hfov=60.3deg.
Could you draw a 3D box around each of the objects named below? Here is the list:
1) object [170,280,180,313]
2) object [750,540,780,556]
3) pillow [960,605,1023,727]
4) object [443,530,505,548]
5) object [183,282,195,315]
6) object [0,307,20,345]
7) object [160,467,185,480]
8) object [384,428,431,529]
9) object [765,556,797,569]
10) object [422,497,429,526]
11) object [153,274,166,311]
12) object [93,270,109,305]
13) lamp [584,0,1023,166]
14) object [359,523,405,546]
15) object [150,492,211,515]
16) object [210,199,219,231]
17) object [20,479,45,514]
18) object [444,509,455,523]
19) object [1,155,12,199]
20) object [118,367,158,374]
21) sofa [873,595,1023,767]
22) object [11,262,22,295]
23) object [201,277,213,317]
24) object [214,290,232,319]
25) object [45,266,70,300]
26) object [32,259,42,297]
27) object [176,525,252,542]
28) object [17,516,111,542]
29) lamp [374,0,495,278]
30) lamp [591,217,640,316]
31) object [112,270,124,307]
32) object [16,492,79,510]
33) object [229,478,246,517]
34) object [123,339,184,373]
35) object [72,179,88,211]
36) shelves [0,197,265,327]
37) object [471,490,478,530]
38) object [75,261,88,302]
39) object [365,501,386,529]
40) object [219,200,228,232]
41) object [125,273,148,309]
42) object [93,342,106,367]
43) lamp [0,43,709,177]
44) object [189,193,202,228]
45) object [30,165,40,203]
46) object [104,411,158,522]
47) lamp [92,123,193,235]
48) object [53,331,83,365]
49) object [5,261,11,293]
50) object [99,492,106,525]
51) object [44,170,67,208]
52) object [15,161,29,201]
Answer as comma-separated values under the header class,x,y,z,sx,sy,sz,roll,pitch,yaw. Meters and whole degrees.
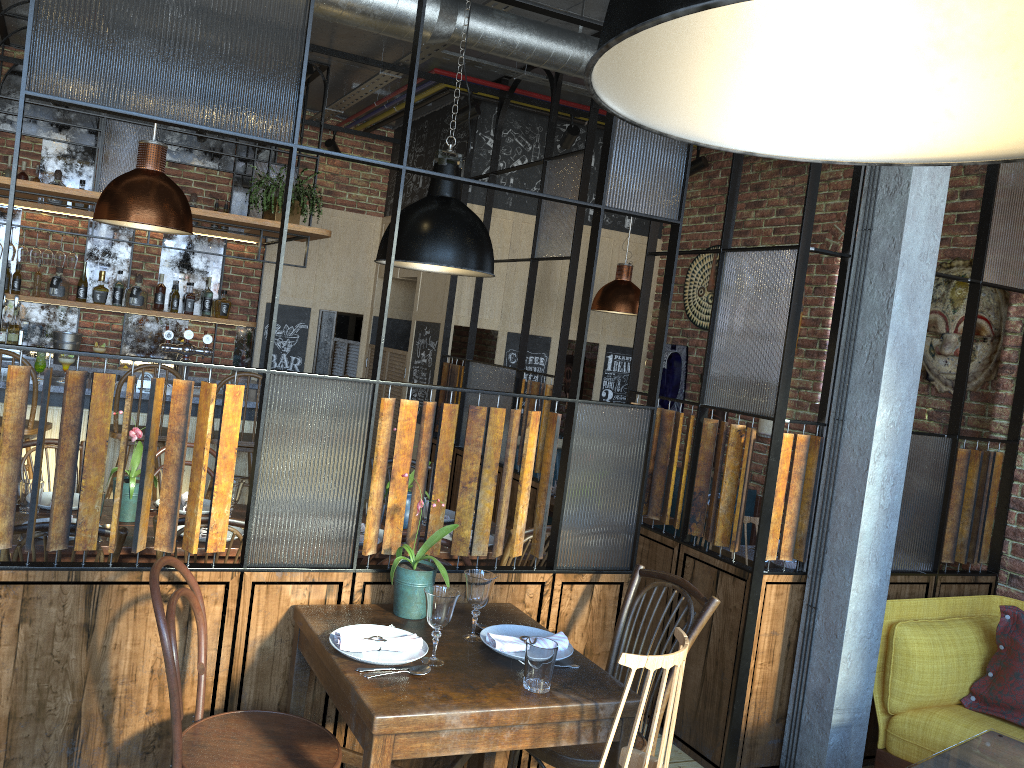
class,x,y,z,sx,sy,sz,roll,pitch,yaw
object,-2.728,-0.707,7.148,0.063,0.263,0.069,5,3,-45
object,1.346,0.805,4.317,0.314,0.051,0.278,6,3,-22
pillow,2.416,1.181,2.978,0.382,0.453,1.567,5,4,-39
object,-0.177,0.646,3.745,0.314,0.051,0.278,6,3,-22
object,-2.627,-0.696,7.190,0.075,0.263,0.081,6,3,-25
object,-3.846,-0.433,6.638,0.250,0.302,0.088,6,3,-24
object,-1.375,0.437,3.541,0.102,0.191,0.095,8,3,22
object,-0.448,0.417,3.840,0.216,0.431,0.138,7,2,-6
object,1.310,0.819,3.975,0.261,0.051,0.336,6,3,-23
object,-0.364,0.576,3.961,0.080,0.119,0.088,5,3,-43
object,-2.838,-0.738,7.110,0.085,0.302,0.087,7,2,-7
object,-3.224,-0.758,6.916,0.113,0.264,0.121,6,3,-25
lamp,0.416,-0.908,0.760,0.523,1.325,0.536,7,2,-8
object,-0.577,0.607,3.559,0.314,0.051,0.278,6,3,-22
object,-1.372,0.500,3.694,0.314,0.051,0.278,6,3,-22
object,-2.436,-1.388,7.244,0.063,0.263,0.069,6,3,-32
object,-1.823,0.427,3.339,0.088,0.119,0.080,9,3,40
object,-0.387,0.600,4.126,0.314,0.051,0.278,6,3,-22
object,-3.795,-1.558,6.633,0.075,0.329,0.076,7,2,-2
object,-2.979,-0.114,7.034,0.309,0.019,0.243,6,3,-16
sofa,2.367,1.378,2.957,0.753,0.762,2.091,5,4,-42
object,-3.757,-0.811,6.692,0.063,0.263,0.069,5,3,-39
object,-2.504,-0.719,7.263,0.075,0.329,0.076,7,2,-2
object,-2.388,-0.658,7.284,0.137,0.235,0.093,5,3,-40
object,-3.497,-0.794,6.795,0.165,0.283,0.125,7,2,-11
object,-3.626,-0.809,6.740,0.057,0.288,0.054,8,2,13
object,-1.130,0.550,3.331,0.314,0.051,0.278,6,3,-22
object,-1.574,0.506,3.121,0.314,0.051,0.278,6,3,-22
lamp,-0.249,-1.152,3.788,0.519,1.325,0.540,7,2,-13
lamp,0.782,-1.122,5.725,0.352,1.334,0.384,6,3,-33
object,-3.118,-0.758,6.990,0.073,0.283,0.078,6,3,-25
object,-1.813,0.456,3.504,0.314,0.051,0.278,6,3,-22
object,-1.111,0.473,3.479,0.098,0.191,0.099,7,2,-5
object,-2.862,-0.238,7.096,0.473,0.288,0.091,6,3,-23
object,-3.339,-1.464,6.830,0.139,0.235,0.092,6,3,-20
shelves,-3.130,-0.964,7.196,2.043,0.745,0.626,6,3,-24
object,-0.173,0.568,3.886,0.098,0.191,0.098,7,2,-1
object,-3.348,-0.798,6.878,0.077,0.318,0.085,5,3,-45
object,-0.582,0.561,3.732,0.080,0.119,0.088,5,3,-43
object,-2.369,-1.381,7.273,0.063,0.263,0.069,5,3,-39
object,-2.984,-0.743,7.025,0.165,0.283,0.125,7,2,-11
object,-3.258,-0.234,6.948,0.106,0.197,0.105,7,2,2
lamp,-1.264,-1.823,4.079,6.967,0.274,6.498,6,3,-25
object,-2.596,-1.414,7.161,0.165,0.283,0.125,7,2,-11
object,-3.624,-1.519,6.708,0.057,0.288,0.054,8,2,13
object,-1.472,0.313,3.429,0.149,0.426,0.199,8,2,7
lamp,-1.313,-1.255,3.320,0.386,1.334,0.351,9,3,37
object,-3.449,-0.276,6.818,0.226,0.245,0.209,8,3,25
object,-3.824,-0.818,6.662,0.065,0.263,0.066,7,2,-4
object,-1.564,0.463,3.282,0.088,0.119,0.081,8,3,26
object,-3.495,-1.504,6.763,0.165,0.283,0.125,7,2,-11
object,-3.717,-1.537,6.688,0.084,0.302,0.088,7,2,-15
